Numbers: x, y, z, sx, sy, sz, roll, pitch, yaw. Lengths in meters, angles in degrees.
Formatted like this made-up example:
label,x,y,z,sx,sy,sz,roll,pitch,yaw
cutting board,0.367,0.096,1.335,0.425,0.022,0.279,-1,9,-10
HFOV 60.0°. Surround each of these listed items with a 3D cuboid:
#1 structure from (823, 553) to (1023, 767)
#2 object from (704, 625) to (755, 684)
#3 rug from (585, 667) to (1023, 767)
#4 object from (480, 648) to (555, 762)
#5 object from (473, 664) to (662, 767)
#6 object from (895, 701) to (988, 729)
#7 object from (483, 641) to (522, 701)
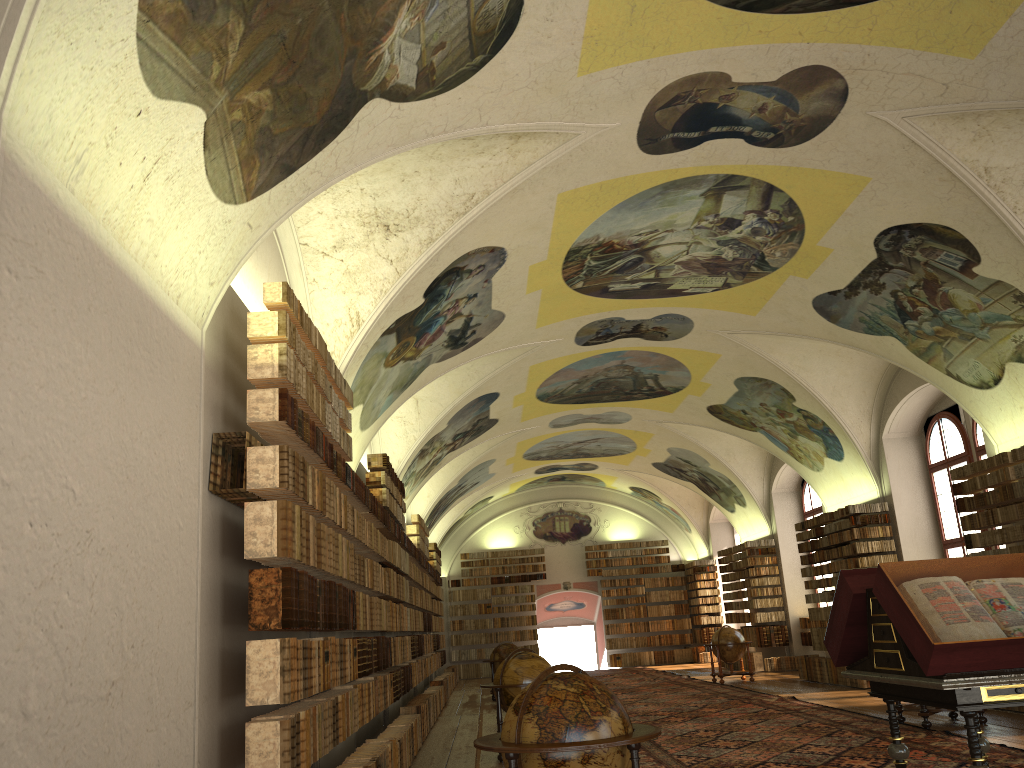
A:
label,x,y,z,sx,sy,sz,roll,pitch,yaw
structure,3.256,2.268,6.353,1.245,1.971,1.901,-3,-15,-3
object,5.722,7.084,23.321,1.282,1.441,1.282,-16,-19,38
rug,3.189,5.869,15.783,4.704,0.064,37.089,-3,-16,-3
object,0.203,4.465,12.483,1.282,1.441,1.282,-14,-18,33
object,0.393,2.647,5.998,1.281,1.441,1.283,8,-19,-39
object,6.030,4.120,12.745,1.281,1.441,1.283,8,-19,-39
object,-0.112,7.433,23.070,1.282,1.441,1.282,-16,-19,38
